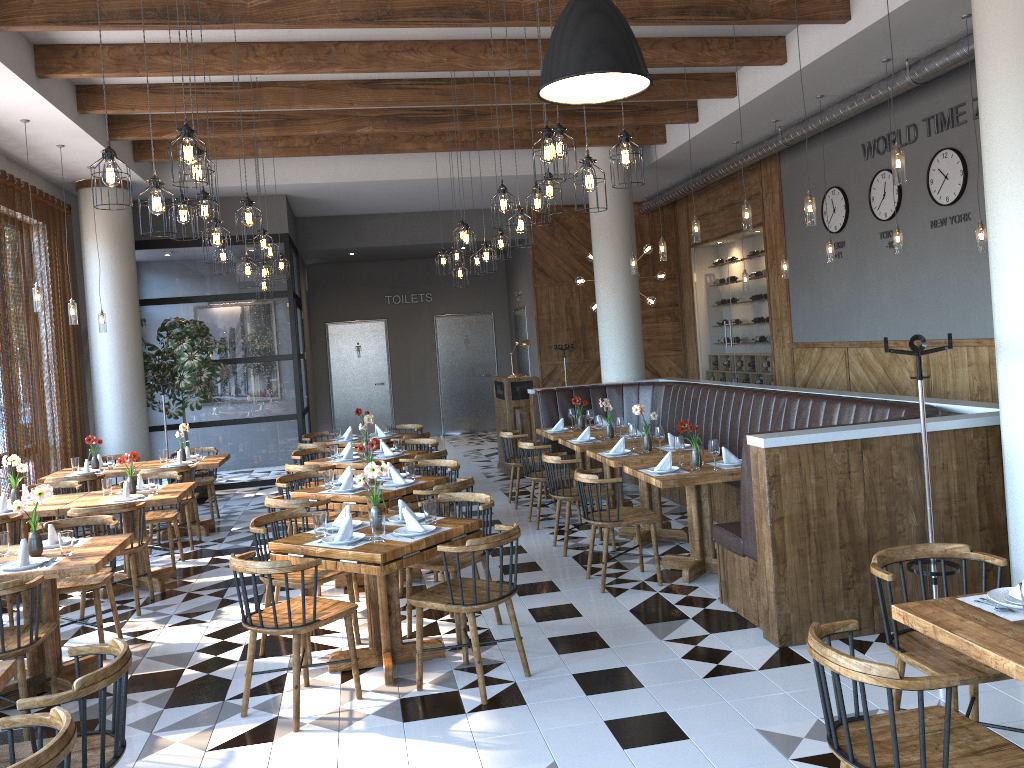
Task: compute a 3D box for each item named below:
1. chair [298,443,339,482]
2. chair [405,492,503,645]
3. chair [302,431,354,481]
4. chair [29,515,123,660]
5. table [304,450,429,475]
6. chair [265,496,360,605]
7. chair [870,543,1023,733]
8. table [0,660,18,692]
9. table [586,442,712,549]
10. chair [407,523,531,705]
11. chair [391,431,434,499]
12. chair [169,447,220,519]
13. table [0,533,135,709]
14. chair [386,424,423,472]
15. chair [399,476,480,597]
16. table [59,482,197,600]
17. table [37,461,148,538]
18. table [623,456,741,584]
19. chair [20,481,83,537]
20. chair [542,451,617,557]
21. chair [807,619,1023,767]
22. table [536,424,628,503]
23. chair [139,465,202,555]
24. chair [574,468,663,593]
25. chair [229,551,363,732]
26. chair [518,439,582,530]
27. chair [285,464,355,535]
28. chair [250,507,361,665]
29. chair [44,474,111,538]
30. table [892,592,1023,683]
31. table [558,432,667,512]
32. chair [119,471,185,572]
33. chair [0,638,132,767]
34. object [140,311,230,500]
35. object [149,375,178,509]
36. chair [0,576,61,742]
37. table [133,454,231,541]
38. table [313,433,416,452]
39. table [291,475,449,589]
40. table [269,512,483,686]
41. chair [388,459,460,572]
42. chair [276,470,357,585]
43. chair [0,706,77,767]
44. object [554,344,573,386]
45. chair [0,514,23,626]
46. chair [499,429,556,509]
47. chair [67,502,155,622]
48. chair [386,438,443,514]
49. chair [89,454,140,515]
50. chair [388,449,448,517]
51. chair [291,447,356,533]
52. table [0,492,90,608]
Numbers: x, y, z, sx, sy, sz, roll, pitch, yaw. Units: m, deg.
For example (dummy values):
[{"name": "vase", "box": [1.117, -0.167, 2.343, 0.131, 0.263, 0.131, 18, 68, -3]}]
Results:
[{"name": "chair", "box": [-2.086, 1.041, 9.946, 0.519, 0.817, 0.551, -3, 1, 35]}, {"name": "chair", "box": [-0.371, 1.132, 5.541, 0.519, 0.817, 0.551, -3, 1, 35]}, {"name": "chair", "box": [-2.246, 1.009, 10.844, 0.549, 0.817, 0.520, -3, 1, 35]}, {"name": "chair", "box": [-2.782, 1.301, 5.652, 0.520, 0.817, 0.550, -4, 1, -10]}, {"name": "table", "box": [-1.380, 1.081, 8.622, 0.863, 0.763, 0.866, -3, 2, 35]}, {"name": "chair", "box": [-1.423, 1.173, 6.254, 0.519, 0.817, 0.551, -3, 1, 35]}, {"name": "chair", "box": [1.715, 1.084, 3.412, 0.520, 0.817, 0.550, -4, 1, -10]}, {"name": "table", "box": [-2.219, 1.439, 2.537, 1.216, 0.763, 1.215, -4, 2, -7]}, {"name": "table", "box": [1.177, 0.948, 7.540, 0.850, 0.763, 0.850, -4, 2, -10]}, {"name": "chair", "box": [-0.210, 1.164, 4.644, 0.549, 0.817, 0.520, -3, 1, 35]}, {"name": "chair", "box": [-1.191, 0.968, 10.107, 0.549, 0.817, 0.520, -3, 1, 35]}, {"name": "chair", "box": [-3.551, 1.148, 9.941, 0.520, 0.817, 0.550, -4, 1, -10]}, {"name": "table", "box": [-2.657, 1.350, 5.009, 0.850, 0.763, 0.850, -4, 2, -10]}, {"name": "chair", "box": [-1.364, 0.936, 11.024, 0.519, 0.817, 0.551, -3, 1, 35]}, {"name": "chair", "box": [-0.528, 1.100, 6.415, 0.549, 0.817, 0.520, -3, 1, 35]}, {"name": "table", "box": [-3.046, 1.273, 7.176, 0.850, 0.763, 0.850, -4, 2, -10]}, {"name": "table", "box": [-4.267, 1.265, 9.146, 0.850, 0.763, 0.850, -4, 2, -10]}, {"name": "table", "box": [1.372, 0.987, 6.454, 0.850, 0.763, 0.850, -4, 2, -10]}, {"name": "chair", "box": [-3.999, 1.291, 7.670, 0.520, 0.817, 0.550, -4, 1, -10]}, {"name": "chair", "box": [0.555, 0.973, 7.422, 0.550, 0.817, 0.519, -4, 1, -10]}, {"name": "chair", "box": [1.208, 1.158, 2.659, 0.550, 0.817, 0.519, -4, 1, -10]}, {"name": "table", "box": [0.789, 0.871, 9.699, 0.850, 0.763, 0.850, -4, 2, -10]}, {"name": "chair", "box": [-3.321, 1.194, 8.656, 0.520, 0.817, 0.550, -4, 1, -10]}, {"name": "chair", "box": [0.750, 1.011, 6.338, 0.550, 0.817, 0.519, -4, 1, -10]}, {"name": "chair", "box": [-1.105, 1.237, 4.483, 0.519, 0.817, 0.551, -3, 1, 35]}, {"name": "chair", "box": [0.360, 0.934, 8.507, 0.550, 0.817, 0.519, -4, 1, -10]}, {"name": "chair", "box": [-1.752, 1.108, 8.085, 0.519, 0.817, 0.551, -3, 1, 35]}, {"name": "chair", "box": [-1.266, 1.205, 5.380, 0.549, 0.817, 0.520, -3, 1, 35]}, {"name": "chair", "box": [-4.149, 1.261, 8.507, 0.520, 0.817, 0.550, -4, 1, -10]}, {"name": "table", "box": [1.845, 1.133, 2.758, 0.850, 0.763, 0.850, -4, 2, -10]}, {"name": "table", "box": [0.984, 0.910, 8.613, 0.850, 0.763, 0.850, -4, 2, -10]}, {"name": "chair", "box": [-3.170, 1.224, 7.819, 0.520, 0.817, 0.550, -4, 1, -10]}, {"name": "chair", "box": [-1.546, 1.343, 2.965, 0.550, 0.817, 0.519, -4, 1, -10]}, {"name": "object", "box": [-4.531, 0.252, 11.522, 1.636, 2.591, 1.379, -5, 1, -26]}, {"name": "object", "box": [-4.202, 0.732, 10.787, 0.374, 1.658, 0.375, -4, 0, 12]}, {"name": "chair", "box": [-2.551, 1.347, 4.367, 0.520, 0.817, 0.550, -4, 1, -10]}, {"name": "table", "box": [-3.427, 1.197, 9.298, 0.850, 0.763, 0.850, -4, 2, -10]}, {"name": "table", "box": [-1.712, 1.015, 10.473, 0.863, 0.763, 0.866, -3, 2, 35]}, {"name": "table", "box": [-1.052, 1.147, 6.792, 0.863, 0.763, 0.866, -3, 2, 35]}, {"name": "table", "box": [-0.734, 1.210, 5.021, 0.863, 0.763, 0.866, -3, 2, 35]}, {"name": "chair", "box": [-0.689, 1.068, 7.312, 0.519, 0.817, 0.551, -3, 1, 35]}, {"name": "chair", "box": [-1.584, 1.141, 7.152, 0.549, 0.817, 0.520, -3, 1, 35]}, {"name": "chair", "box": [-1.435, 1.365, 2.345, 0.550, 0.817, 0.519, -4, 1, -10]}, {"name": "object", "box": [0.937, 0.148, 15.103, 0.374, 1.658, 0.375, -4, 0, 12]}, {"name": "chair", "box": [-3.769, 1.337, 6.385, 0.520, 0.817, 0.550, -4, 1, -10]}, {"name": "chair", "box": [0.166, 0.895, 9.592, 0.550, 0.817, 0.519, -4, 1, -10]}, {"name": "chair", "box": [-2.940, 1.270, 6.534, 0.520, 0.817, 0.550, -4, 1, -10]}, {"name": "chair", "box": [-1.017, 1.003, 9.143, 0.519, 0.817, 0.551, -3, 1, 35]}, {"name": "chair", "box": [-4.379, 1.215, 9.792, 0.520, 0.817, 0.550, -4, 1, -10]}, {"name": "chair", "box": [-0.857, 1.035, 8.246, 0.549, 0.817, 0.520, -3, 1, 35]}, {"name": "chair", "box": [-1.912, 1.076, 8.982, 0.549, 0.817, 0.520, -3, 1, 35]}, {"name": "table", "box": [-3.886, 1.341, 7.024, 0.850, 0.763, 0.850, -4, 2, -10]}]
